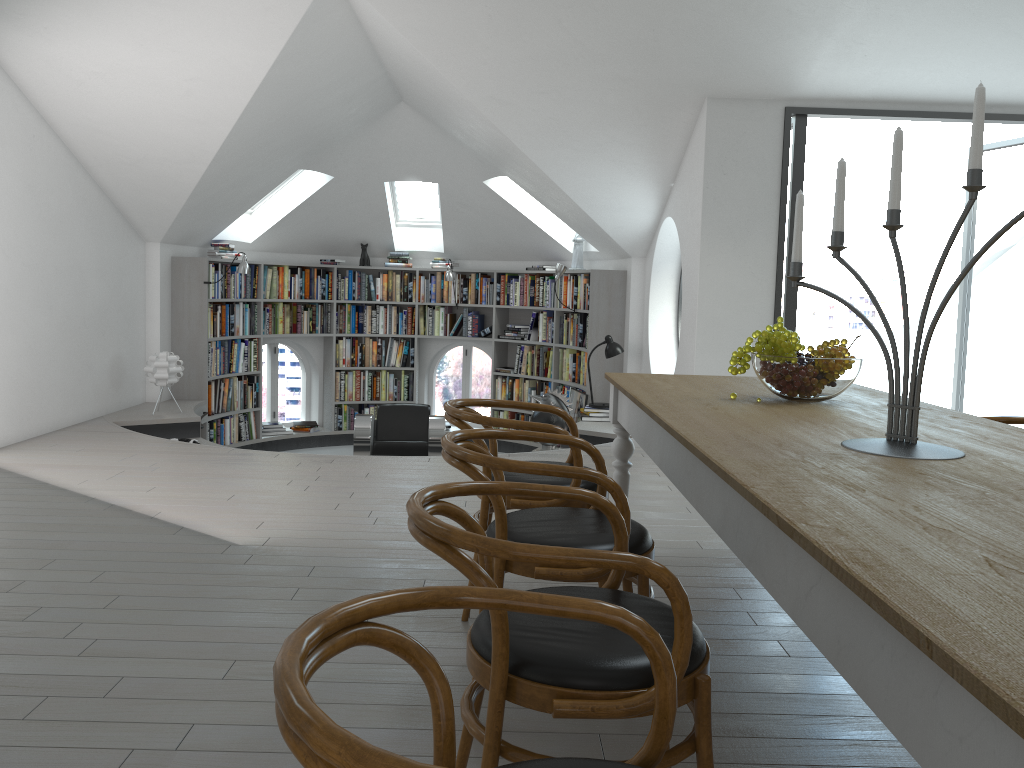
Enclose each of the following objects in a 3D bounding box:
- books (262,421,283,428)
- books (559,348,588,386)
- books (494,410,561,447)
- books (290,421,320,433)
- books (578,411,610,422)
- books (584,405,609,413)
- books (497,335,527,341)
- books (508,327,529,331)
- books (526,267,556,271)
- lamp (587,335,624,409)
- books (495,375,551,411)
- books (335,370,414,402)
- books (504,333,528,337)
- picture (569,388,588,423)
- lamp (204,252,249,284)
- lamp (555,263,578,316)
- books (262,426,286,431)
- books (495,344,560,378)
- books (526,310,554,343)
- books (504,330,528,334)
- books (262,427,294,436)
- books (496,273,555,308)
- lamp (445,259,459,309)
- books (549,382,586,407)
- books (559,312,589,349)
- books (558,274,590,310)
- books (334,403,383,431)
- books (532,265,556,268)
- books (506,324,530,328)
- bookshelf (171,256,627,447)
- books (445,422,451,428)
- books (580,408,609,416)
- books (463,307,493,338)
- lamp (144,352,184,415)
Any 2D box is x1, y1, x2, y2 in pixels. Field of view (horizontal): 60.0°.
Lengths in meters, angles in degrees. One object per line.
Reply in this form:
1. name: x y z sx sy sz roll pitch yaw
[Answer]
1. books: -2.673 0.455 9.855 0.213 0.036 0.227 -1 7 -24
2. books: 0.754 -0.167 9.029 0.275 0.347 1.023 0 6 -16
3. books: 0.341 0.496 9.710 0.360 0.310 1.500 -2 7 -38
4. books: -2.341 0.485 10.034 0.318 0.099 0.292 2 6 1
5. books: 0.796 0.294 8.058 0.365 0.042 0.389 2 6 -1
6. books: 0.799 0.225 8.053 0.269 0.031 0.286 3 6 9
7. books: 0.101 -0.525 10.028 0.388 0.042 0.366 7 8 39
8. books: 0.104 -0.620 10.021 0.213 0.036 0.227 -3 8 -40
9. books: 0.380 -1.257 9.749 0.317 0.036 0.336 -3 8 -38
10. lamp: 0.845 -0.115 8.021 0.323 0.659 0.234 3 5 15
11. books: 0.184 0.103 9.913 0.873 0.350 0.272 7 7 41
12. books: -1.593 0.009 10.338 1.031 0.356 0.293 0 5 -16
13. books: 0.102 -0.558 10.026 0.286 0.031 0.269 6 7 34
14. picture: 0.619 0.496 8.779 0.090 0.861 0.580 1 5 -11
15. lamp: -2.720 -1.108 8.470 0.414 0.311 0.117 1 5 -4
16. lamp: 0.563 -0.948 8.902 0.275 0.524 0.112 1 4 -10
17. books: -2.674 0.486 9.857 0.269 0.031 0.286 -1 7 -24
18. books: 0.252 -0.268 9.819 0.975 0.351 0.252 7 7 41
19. books: 0.427 -0.631 9.679 0.256 0.350 0.554 -3 7 -44
20. books: 0.103 -0.589 10.023 0.269 0.031 0.286 -3 8 -40
21. books: -2.675 0.520 9.860 0.365 0.042 0.389 -2 7 -34
22. books: 0.235 -1.040 9.816 0.971 0.366 0.306 7 7 42
23. lamp: -0.682 -1.123 10.006 0.113 0.565 0.358 2 5 6
24. books: 0.708 0.205 9.120 0.304 0.358 1.187 0 6 -20
25. books: 0.757 -0.550 9.004 0.279 0.357 1.055 0 6 -15
26. books: 0.767 -0.934 8.987 0.292 0.361 1.016 0 6 -18
27. books: -1.620 0.371 10.357 1.019 0.306 0.288 0 5 -16
28. books: 0.381 -1.285 9.747 0.233 0.027 0.248 -1 7 -28
29. books: 0.105 -0.652 10.019 0.269 0.031 0.286 -1 6 -21
30. bookshelf: -1.106 -0.322 9.544 4.332 1.876 2.114 2 5 -1
31. books: -0.868 0.487 10.461 0.268 0.029 0.254 1 6 -10
32. books: 0.798 0.257 8.055 0.286 0.034 0.305 1 6 -11
33. books: -0.344 -0.705 10.200 0.399 0.340 0.224 4 5 19
34. lamp: -2.975 -0.012 7.583 0.305 0.524 0.306 1 5 -12
